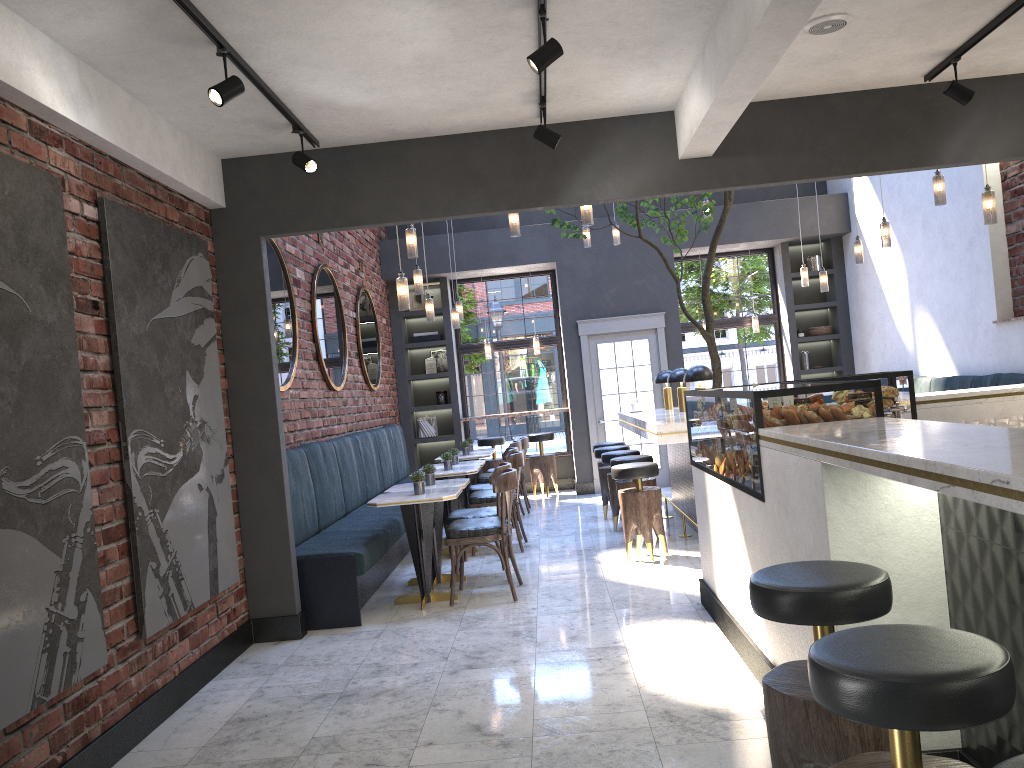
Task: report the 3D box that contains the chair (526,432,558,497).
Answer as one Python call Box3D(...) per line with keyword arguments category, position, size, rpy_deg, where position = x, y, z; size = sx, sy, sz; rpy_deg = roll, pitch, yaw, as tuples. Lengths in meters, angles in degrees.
Box3D(category="chair", position=(0.406, 1.056, 11.639), size=(0.371, 0.821, 0.371), rpy_deg=(-5, 0, -35))

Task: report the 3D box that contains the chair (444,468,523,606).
Box3D(category="chair", position=(-0.187, 1.044, 6.162), size=(0.521, 0.851, 0.538), rpy_deg=(-6, 0, 4))

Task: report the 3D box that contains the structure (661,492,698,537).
Box3D(category="structure", position=(1.713, 1.205, 8.281), size=(0.496, 0.210, 3.498), rpy_deg=(-6, -1, 2))

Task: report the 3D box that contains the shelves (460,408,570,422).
Box3D(category="shelves", position=(1.512, 0.269, 11.864), size=(4.403, 0.043, 0.384), rpy_deg=(-6, -1, 2))

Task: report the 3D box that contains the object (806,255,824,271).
Box3D(category="object", position=(4.034, -1.593, 11.791), size=(0.214, 0.215, 0.213), rpy_deg=(-6, 0, 12))

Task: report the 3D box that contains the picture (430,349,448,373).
Box3D(category="picture", position=(-0.984, -0.307, 12.142), size=(0.247, 0.326, 0.044), rpy_deg=(-6, 0, 2))

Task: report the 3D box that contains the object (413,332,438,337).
Box3D(category="object", position=(-1.165, -0.664, 11.955), size=(0.327, 0.039, 0.227), rpy_deg=(-5, -1, -8))

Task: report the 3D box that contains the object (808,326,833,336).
Box3D(category="object", position=(4.098, -0.700, 11.777), size=(0.305, 0.123, 0.304), rpy_deg=(-6, -1, 23))

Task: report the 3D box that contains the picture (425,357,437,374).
Box3D(category="picture", position=(-1.109, -0.245, 12.122), size=(0.161, 0.227, 0.049), rpy_deg=(-6, 0, 3))

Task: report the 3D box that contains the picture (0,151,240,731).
Box3D(category="picture", position=(-1.784, 0.154, 3.862), size=(0.033, 2.027, 2.821), rpy_deg=(-5, 0, 2))

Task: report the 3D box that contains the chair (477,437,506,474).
Box3D(category="chair", position=(-0.236, 1.118, 11.686), size=(0.370, 0.821, 0.372), rpy_deg=(-5, 0, -35))

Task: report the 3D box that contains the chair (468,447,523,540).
Box3D(category="chair", position=(-0.159, 1.064, 8.574), size=(0.521, 0.851, 0.538), rpy_deg=(-5, 0, -4))

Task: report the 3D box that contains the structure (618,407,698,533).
Box3D(category="structure", position=(1.673, 0.787, 8.281), size=(0.990, 1.050, 3.490), rpy_deg=(-6, 0, 2))

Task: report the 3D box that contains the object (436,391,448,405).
Box3D(category="object", position=(-0.942, 0.185, 11.930), size=(0.152, 0.181, 0.152), rpy_deg=(-6, 0, 40))

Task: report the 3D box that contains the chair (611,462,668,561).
Box3D(category="chair", position=(0.996, 0.997, 6.959), size=(0.370, 0.737, 0.372), rpy_deg=(-5, 0, -45))

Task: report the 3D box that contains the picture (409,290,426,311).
Box3D(category="picture", position=(-1.299, -1.130, 12.107), size=(0.230, 0.313, 0.061), rpy_deg=(-6, 0, 2))

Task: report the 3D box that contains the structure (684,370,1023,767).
Box3D(category="structure", position=(2.589, 0.518, 2.430), size=(3.205, 1.300, 5.805), rpy_deg=(-6, -1, 2))

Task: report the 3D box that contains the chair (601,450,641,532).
Box3D(category="chair", position=(1.059, 1.004, 8.361), size=(0.370, 0.737, 0.372), rpy_deg=(-5, 0, -45))

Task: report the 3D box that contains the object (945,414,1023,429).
Box3D(category="object", position=(2.669, 0.249, 4.776), size=(0.575, 0.147, 0.256), rpy_deg=(-6, 0, 2))

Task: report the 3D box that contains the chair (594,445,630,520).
Box3D(category="chair", position=(1.055, 1.011, 9.055), size=(0.370, 0.737, 0.372), rpy_deg=(-5, 0, -7))

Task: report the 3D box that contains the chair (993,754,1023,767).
Box3D(category="chair", position=(0.815, 0.917, 1.085), size=(0.370, 0.821, 0.372), rpy_deg=(-5, 0, -45))

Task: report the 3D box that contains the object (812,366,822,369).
Box3D(category="object", position=(4.024, -0.215, 11.686), size=(0.130, 0.026, 0.130), rpy_deg=(-5, -1, -15))

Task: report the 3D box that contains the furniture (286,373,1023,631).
Box3D(category="furniture", position=(1.423, 0.760, 8.224), size=(6.021, 1.151, 5.341), rpy_deg=(-6, -1, 2))

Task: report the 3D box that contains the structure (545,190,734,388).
Box3D(category="structure", position=(1.428, -1.675, 7.306), size=(2.805, 5.988, 3.746), rpy_deg=(-5, 0, -44))

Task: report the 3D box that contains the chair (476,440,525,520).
Box3D(category="chair", position=(-0.119, 1.071, 9.723), size=(0.521, 0.851, 0.538), rpy_deg=(-6, 0, 4))

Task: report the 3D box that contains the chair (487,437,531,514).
Box3D(category="chair", position=(-0.029, 1.068, 10.299), size=(0.521, 0.851, 0.497), rpy_deg=(-6, 0, 1))

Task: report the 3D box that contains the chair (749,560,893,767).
Box3D(category="chair", position=(0.873, 0.924, 2.426), size=(0.371, 0.821, 0.371), rpy_deg=(-5, 0, -35))

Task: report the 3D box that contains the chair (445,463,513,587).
Box3D(category="chair", position=(-0.226, 1.053, 6.742), size=(0.521, 0.851, 0.538), rpy_deg=(-6, 0, 4))

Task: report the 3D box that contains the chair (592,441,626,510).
Box3D(category="chair", position=(1.102, 1.014, 9.764), size=(0.370, 0.737, 0.372), rpy_deg=(-5, 0, -45))

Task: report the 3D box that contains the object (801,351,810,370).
Box3D(category="object", position=(3.879, -0.312, 11.718), size=(0.098, 0.248, 0.098), rpy_deg=(-6, 0, 42))

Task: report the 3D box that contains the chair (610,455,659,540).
Box3D(category="chair", position=(1.067, 0.997, 7.661), size=(0.372, 0.737, 0.370), rpy_deg=(-6, 0, 29))

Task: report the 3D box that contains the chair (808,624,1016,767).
Box3D(category="chair", position=(0.810, 0.924, 1.742), size=(0.370, 0.821, 0.372), rpy_deg=(-6, 0, 12))

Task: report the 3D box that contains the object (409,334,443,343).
Box3D(category="object", position=(-1.155, -0.603, 11.943), size=(0.412, 0.084, 0.286), rpy_deg=(-6, 0, 2))

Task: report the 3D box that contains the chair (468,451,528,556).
Box3D(category="chair", position=(-0.120, 1.054, 7.941), size=(0.521, 0.851, 0.538), rpy_deg=(-6, 0, 4))

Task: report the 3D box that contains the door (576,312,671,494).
Box3D(category="door", position=(1.490, 0.246, 11.334), size=(1.132, 2.219, 0.152), rpy_deg=(-6, 0, 2))

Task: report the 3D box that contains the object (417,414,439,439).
Box3D(category="object", position=(-1.139, 0.560, 11.953), size=(0.250, 0.323, 0.241), rpy_deg=(-6, 0, 2))

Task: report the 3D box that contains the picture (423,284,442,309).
Box3D(category="picture", position=(-1.135, -1.171, 12.136), size=(0.361, 0.369, 0.055), rpy_deg=(-6, 0, 2))
